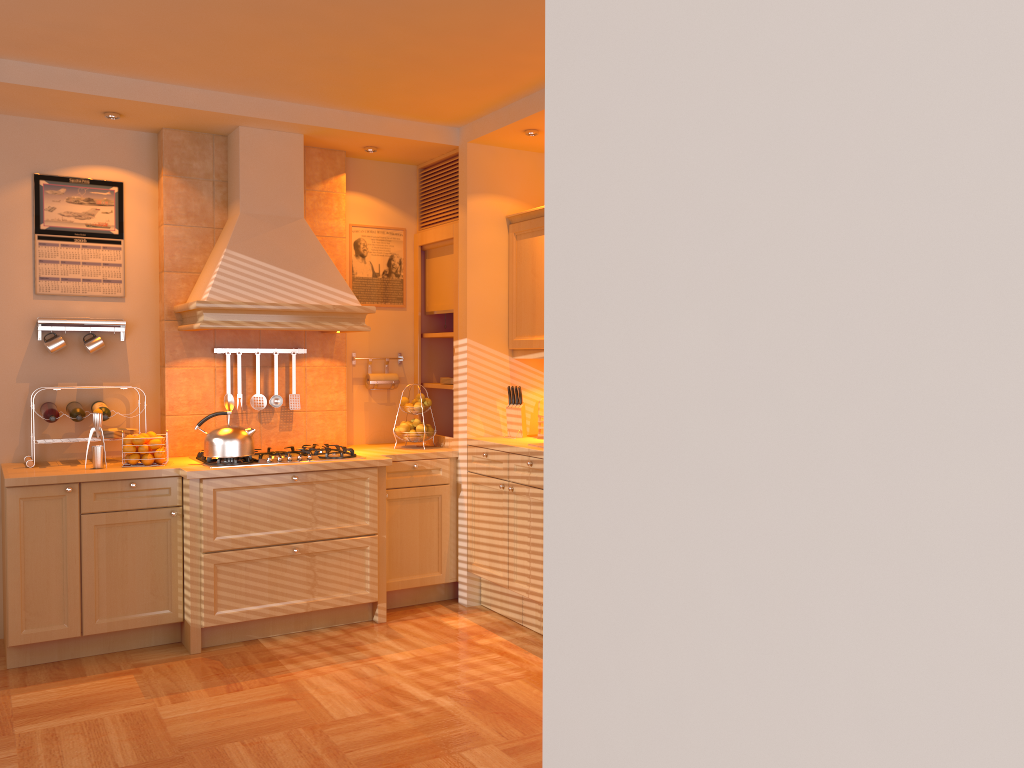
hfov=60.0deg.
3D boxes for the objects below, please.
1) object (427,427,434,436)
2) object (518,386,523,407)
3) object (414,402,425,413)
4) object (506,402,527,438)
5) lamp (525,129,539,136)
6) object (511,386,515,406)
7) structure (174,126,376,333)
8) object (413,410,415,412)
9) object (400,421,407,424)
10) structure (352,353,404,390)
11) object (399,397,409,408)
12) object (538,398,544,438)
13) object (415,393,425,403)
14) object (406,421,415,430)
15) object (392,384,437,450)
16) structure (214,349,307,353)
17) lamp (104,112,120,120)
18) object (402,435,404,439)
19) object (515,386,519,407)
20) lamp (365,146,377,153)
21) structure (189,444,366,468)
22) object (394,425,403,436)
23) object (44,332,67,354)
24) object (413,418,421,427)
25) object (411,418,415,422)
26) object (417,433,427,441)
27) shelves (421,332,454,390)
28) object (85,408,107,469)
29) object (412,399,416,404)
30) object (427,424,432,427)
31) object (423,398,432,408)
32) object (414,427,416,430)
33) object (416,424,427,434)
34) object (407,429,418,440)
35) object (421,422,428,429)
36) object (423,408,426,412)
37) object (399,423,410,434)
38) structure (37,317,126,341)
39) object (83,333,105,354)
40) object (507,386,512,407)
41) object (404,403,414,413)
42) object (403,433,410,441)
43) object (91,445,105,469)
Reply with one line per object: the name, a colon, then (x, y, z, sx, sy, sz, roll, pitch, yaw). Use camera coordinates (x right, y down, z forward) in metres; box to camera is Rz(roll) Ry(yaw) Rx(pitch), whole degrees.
object: (-0.487, 0.281, 5.230, 0.059, 0.059, 0.058, 1, 2, 13)
object: (0.045, 0.144, 4.984, 0.019, 0.265, 0.037, 2, 2, 42)
object: (-0.540, 0.135, 5.156, 0.064, 0.063, 0.063, 0, 2, -14)
object: (0.026, 0.201, 5.015, 0.100, 0.200, 0.070, 1, 2, 32)
lamp: (0.104, -1.319, 4.662, 0.070, 0.021, 0.070, 1, 2, 19)
object: (0.005, 0.143, 5.010, 0.019, 0.265, 0.038, 2, 2, 42)
structure: (0.098, -0.727, 3.789, 4.091, 1.148, 1.061, 1, 2, 33)
object: (-0.591, 0.138, 5.238, 0.057, 0.056, 0.051, 1, 2, 19)
object: (-0.630, 0.245, 5.207, 0.055, 0.058, 0.056, 0, 2, 5)
structure: (-0.793, -0.078, 5.374, 0.320, 0.220, 0.126, -1, 2, -31)
object: (-0.634, 0.107, 5.218, 0.061, 0.064, 0.063, -1, 2, -22)
object: (0.241, 0.193, 4.966, 0.103, 0.221, 0.200, -1, 2, -31)
object: (-0.534, 0.083, 5.166, 0.055, 0.059, 0.058, 1, 2, 15)
object: (-0.594, 0.246, 5.156, 0.063, 0.061, 0.063, 1, 2, 32)
object: (-0.570, 0.186, 5.200, 0.265, 0.376, 0.265, 1, 2, 18)
structure: (-1.378, -0.182, 4.877, 0.506, 0.024, 0.009, -1, 2, -31)
lamp: (-1.960, -1.314, 4.351, 0.070, 0.021, 0.070, 2, 2, 42)
object: (-0.622, 0.307, 5.224, 0.046, 0.043, 0.047, 1, 2, 19)
object: (0.026, 0.144, 4.998, 0.019, 0.265, 0.038, 2, 2, 42)
lamp: (-0.804, -1.334, 5.051, 0.070, 0.021, 0.070, 2, 2, 42)
structure: (-1.232, 0.367, 4.659, 0.797, 0.051, 0.494, -1, 2, -31)
object: (-0.655, 0.270, 5.158, 0.063, 0.063, 0.063, -1, 2, -20)
object: (-2.299, -0.204, 4.463, 0.103, 0.111, 0.066, -1, 2, -38)
object: (-0.552, 0.226, 5.140, 0.049, 0.052, 0.050, -1, 2, -24)
object: (-0.569, 0.225, 5.202, 0.051, 0.048, 0.050, 0, 2, 2)
object: (-0.527, 0.301, 5.167, 0.063, 0.061, 0.064, 2, 2, 37)
shelves: (-0.195, 0.040, 5.464, 0.582, 0.702, 0.600, -1, 2, -31)
object: (-1.986, 0.258, 4.220, 0.088, 0.288, 0.101, -1, 2, -31)
object: (-0.564, 0.105, 5.206, 0.050, 0.051, 0.051, 0, 2, -7)
object: (-0.497, 0.263, 5.273, 0.045, 0.047, 0.046, 1, 2, 14)
object: (-0.498, 0.111, 5.189, 0.058, 0.060, 0.057, 0, 2, -10)
object: (-0.590, 0.266, 5.218, 0.047, 0.052, 0.051, -1, 2, -34)
object: (-0.523, 0.261, 5.114, 0.063, 0.060, 0.064, 0, 2, -16)
object: (-0.577, 0.293, 5.123, 0.064, 0.062, 0.064, -2, 3, -44)
object: (-0.524, 0.254, 5.199, 0.057, 0.059, 0.058, 1, 2, 23)
object: (-0.534, 0.139, 5.219, 0.058, 0.059, 0.058, 0, 2, 0)
object: (-0.617, 0.255, 5.105, 0.056, 0.063, 0.065, 1, 2, 35)
structure: (-2.202, -0.282, 4.546, 0.405, 0.118, 0.069, -1, 2, -31)
object: (-2.147, -0.207, 4.555, 0.103, 0.111, 0.066, -1, 2, -38)
object: (-0.013, 0.143, 5.021, 0.019, 0.265, 0.037, 1, 2, 23)
object: (-0.601, 0.141, 5.180, 0.064, 0.058, 0.063, 1, 2, 25)
object: (-0.608, 0.305, 5.173, 0.052, 0.056, 0.057, 1, 2, 21)
object: (-1.973, 0.349, 4.230, 0.060, 0.106, 0.060, 1, 2, 27)
